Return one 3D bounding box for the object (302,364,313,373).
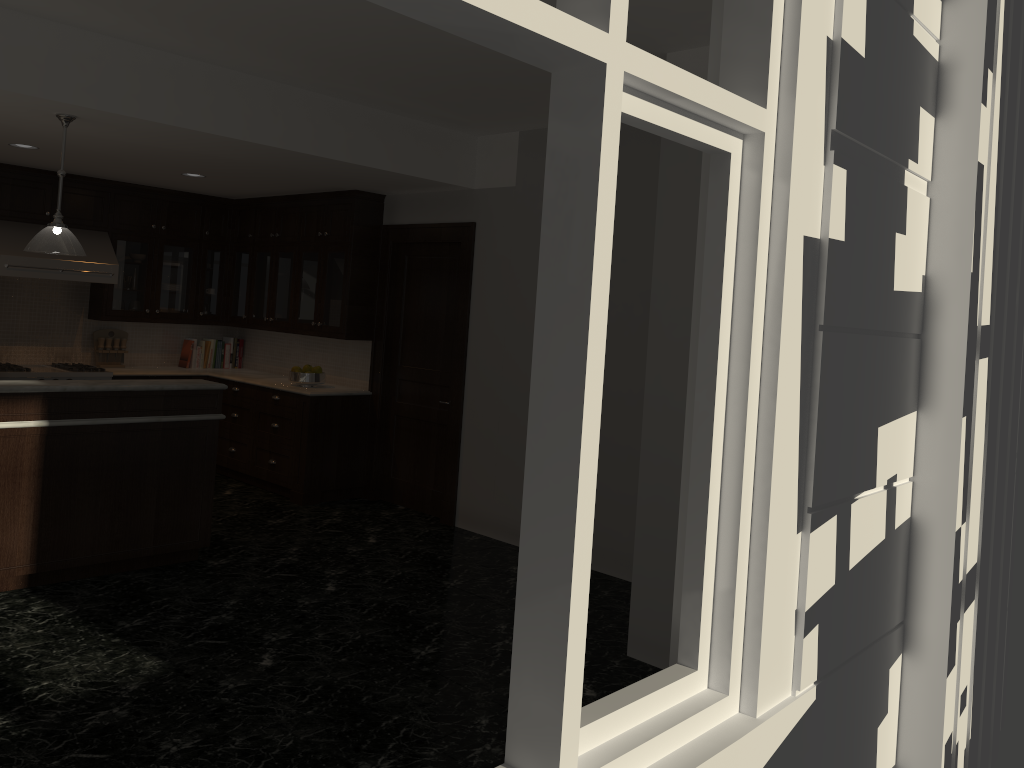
[{"bbox_3d":[-1.753,-0.118,7.580,0.096,0.100,0.091,5,2,20],"label":"object"}]

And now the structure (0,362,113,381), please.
[{"bbox_3d":[-3.992,0.263,7.450,0.721,0.839,0.903,5,2,43],"label":"structure"}]

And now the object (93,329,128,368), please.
[{"bbox_3d":[-3.676,-0.329,8.110,0.111,0.350,0.315,4,1,43],"label":"object"}]

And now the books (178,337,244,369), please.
[{"bbox_3d":[-3.002,-0.317,8.816,0.195,0.311,0.602,4,3,43],"label":"books"}]

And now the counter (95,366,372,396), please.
[{"bbox_3d":[-3.179,-0.025,7.108,2.324,0.032,3.361,8,6,43],"label":"counter"}]

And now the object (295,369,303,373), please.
[{"bbox_3d":[-1.824,-0.079,7.540,0.100,0.097,0.091,3,2,-29],"label":"object"}]

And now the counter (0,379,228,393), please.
[{"bbox_3d":[-2.849,0.015,4.521,0.329,0.032,2.848,8,6,43],"label":"counter"}]

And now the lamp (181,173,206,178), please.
[{"bbox_3d":[-2.572,-1.753,7.145,0.197,0.137,0.198,3,3,-12],"label":"lamp"}]

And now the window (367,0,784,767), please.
[{"bbox_3d":[-0.127,-0.185,1.657,0.153,2.203,2.305,3,1,42],"label":"window"}]

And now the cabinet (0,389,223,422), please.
[{"bbox_3d":[-2.862,0.107,4.512,0.294,0.153,2.830,7,5,43],"label":"cabinet"}]

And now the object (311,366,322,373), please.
[{"bbox_3d":[-1.669,-0.107,7.551,0.093,0.098,0.091,4,2,14],"label":"object"}]

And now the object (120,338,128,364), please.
[{"bbox_3d":[-3.601,-0.310,8.177,0.061,0.238,0.061,4,-1,7],"label":"object"}]

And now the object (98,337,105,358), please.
[{"bbox_3d":[-3.740,-0.312,8.028,0.061,0.229,0.061,4,-1,25],"label":"object"}]

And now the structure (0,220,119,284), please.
[{"bbox_3d":[-3.915,-1.126,7.491,0.642,0.478,0.929,6,4,43],"label":"structure"}]

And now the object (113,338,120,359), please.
[{"bbox_3d":[-3.646,-0.315,8.129,0.061,0.226,0.061,4,-1,13],"label":"object"}]

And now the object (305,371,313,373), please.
[{"bbox_3d":[-1.727,-0.061,7.513,0.091,0.097,0.092,3,2,-17],"label":"object"}]

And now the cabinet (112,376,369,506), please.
[{"bbox_3d":[-3.211,0.431,7.101,2.324,0.881,3.361,7,5,43],"label":"cabinet"}]

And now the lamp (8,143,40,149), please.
[{"bbox_3d":[-3.439,-1.741,6.228,0.198,0.137,0.198,4,3,8],"label":"lamp"}]

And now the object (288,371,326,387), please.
[{"bbox_3d":[-1.762,-0.043,7.597,0.319,0.122,0.318,7,5,37],"label":"object"}]

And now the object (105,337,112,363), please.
[{"bbox_3d":[-3.695,-0.309,8.077,0.061,0.238,0.061,4,-1,13],"label":"object"}]

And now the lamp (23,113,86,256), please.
[{"bbox_3d":[-2.543,-1.125,4.975,0.316,0.784,0.318,4,0,-33],"label":"lamp"}]

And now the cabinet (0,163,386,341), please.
[{"bbox_3d":[-3.107,-1.098,7.131,2.316,1.256,3.360,7,5,43],"label":"cabinet"}]

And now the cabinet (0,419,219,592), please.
[{"bbox_3d":[-3.160,0.602,4.761,1.029,0.913,2.841,6,4,43],"label":"cabinet"}]

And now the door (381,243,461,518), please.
[{"bbox_3d":[-0.730,-0.065,7.214,0.866,2.188,0.108,4,-1,43],"label":"door"}]

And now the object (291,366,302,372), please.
[{"bbox_3d":[-1.858,-0.105,7.606,0.091,0.098,0.093,4,2,11],"label":"object"}]

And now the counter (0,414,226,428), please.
[{"bbox_3d":[-3.129,0.161,4.762,1.058,0.032,2.863,8,6,43],"label":"counter"}]
